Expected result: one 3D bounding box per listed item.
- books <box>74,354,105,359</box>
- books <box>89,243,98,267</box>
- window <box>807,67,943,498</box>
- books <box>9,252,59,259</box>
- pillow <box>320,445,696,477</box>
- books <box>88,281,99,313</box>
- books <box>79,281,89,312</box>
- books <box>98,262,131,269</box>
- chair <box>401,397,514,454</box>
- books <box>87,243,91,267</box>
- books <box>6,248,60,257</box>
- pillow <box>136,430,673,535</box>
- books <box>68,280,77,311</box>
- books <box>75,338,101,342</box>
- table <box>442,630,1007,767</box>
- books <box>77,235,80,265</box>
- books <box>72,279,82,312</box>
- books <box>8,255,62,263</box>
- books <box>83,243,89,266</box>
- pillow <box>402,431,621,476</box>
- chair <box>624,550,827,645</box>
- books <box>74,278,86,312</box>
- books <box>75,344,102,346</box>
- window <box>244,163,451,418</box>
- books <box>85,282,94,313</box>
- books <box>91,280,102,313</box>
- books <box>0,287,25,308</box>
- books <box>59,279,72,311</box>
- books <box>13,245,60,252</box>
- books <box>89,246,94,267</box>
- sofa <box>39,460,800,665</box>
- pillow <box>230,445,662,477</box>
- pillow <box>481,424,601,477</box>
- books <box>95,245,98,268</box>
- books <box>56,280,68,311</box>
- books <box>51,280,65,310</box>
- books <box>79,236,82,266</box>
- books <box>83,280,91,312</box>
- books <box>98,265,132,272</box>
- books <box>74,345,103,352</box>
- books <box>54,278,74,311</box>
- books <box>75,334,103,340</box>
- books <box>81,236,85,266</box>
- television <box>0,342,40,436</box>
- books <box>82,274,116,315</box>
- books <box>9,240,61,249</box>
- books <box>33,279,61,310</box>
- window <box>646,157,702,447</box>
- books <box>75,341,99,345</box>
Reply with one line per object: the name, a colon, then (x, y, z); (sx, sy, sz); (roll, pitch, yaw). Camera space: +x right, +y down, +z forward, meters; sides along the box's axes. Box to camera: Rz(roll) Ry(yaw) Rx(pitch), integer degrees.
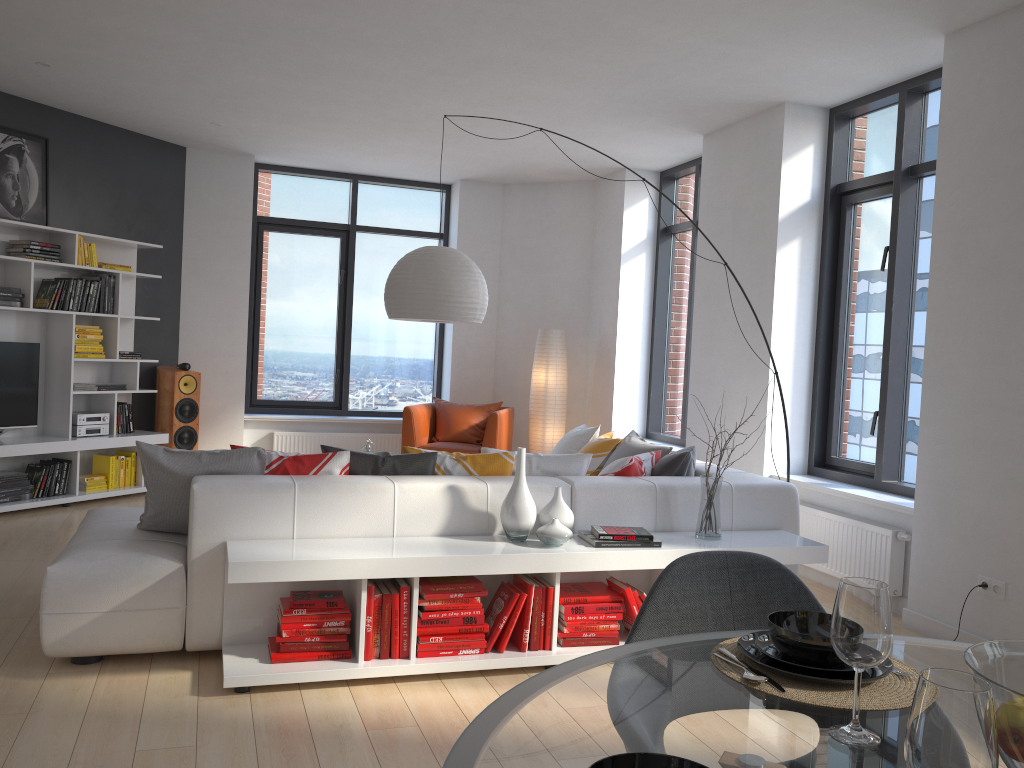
books: (-3.347, -0.219, 6.912); (0.194, 0.028, 0.257); (4, 2, 31)
books: (-3.268, -0.991, 6.840); (0.141, 0.184, 0.064); (4, 2, 27)
window: (2.303, -0.565, 5.238); (0.170, 2.402, 1.310); (2, 2, -19)
books: (-3.504, -0.941, 6.509); (0.189, 0.020, 0.264); (4, 2, 24)
pillow: (0.093, 0.516, 4.454); (2.120, 0.436, 0.608); (2, 2, -23)
books: (-3.312, -0.676, 6.886); (0.191, 0.249, 0.084); (4, 2, 26)
books: (-3.329, -0.669, 6.797); (0.172, 0.242, 0.069); (4, 2, 27)
books: (-3.214, -0.943, 7.070); (0.203, 0.024, 0.257); (4, 2, 29)
chair: (-0.463, 0.574, 8.123); (0.896, 0.858, 0.843); (3, 2, 13)
books: (-3.284, -0.988, 6.801); (0.128, 0.178, 0.044); (4, 2, 26)
books: (-3.519, -0.967, 6.520); (0.214, 0.030, 0.284); (4, 2, 29)
pillow: (-0.411, 0.481, 4.622); (2.953, 0.453, 0.647); (2, 2, -31)
books: (-3.390, -0.670, 6.723); (0.179, 0.243, 0.068); (4, 2, 25)
books: (-3.364, -0.345, 6.917); (0.171, 0.019, 0.239); (4, 2, 26)
table: (0.638, 0.897, 1.029); (1.499, 0.764, 1.499); (2, 2, -30)
books: (-3.330, -1.012, 6.707); (0.161, 0.229, 0.041); (4, 2, 25)
books: (-3.378, -0.675, 6.759); (0.191, 0.249, 0.084); (4, 2, 26)
books: (-3.501, -0.915, 6.510); (0.214, 0.030, 0.284); (4, 2, 29)
books: (-3.299, -0.988, 6.786); (0.132, 0.180, 0.054); (4, 2, 26)
pillow: (0.109, 0.514, 5.026); (0.630, 0.440, 2.095); (4, 2, 28)
chair: (0.498, 0.815, 1.629); (0.655, 0.891, 0.619); (2, 2, -12)
books: (-3.363, -0.680, 6.789); (0.197, 0.260, 0.066); (4, 2, 26)
books: (-3.369, -0.307, 6.917); (0.189, 0.014, 0.251); (4, 2, 29)
window: (-1.632, -0.881, 8.880); (1.960, 2.402, 0.170); (2, 2, -19)
books: (-3.319, -0.672, 6.847); (0.179, 0.243, 0.071); (4, 2, 25)
books: (-3.298, -0.681, 6.916); (0.197, 0.260, 0.066); (4, 2, 26)
books: (-3.672, -0.617, 6.235); (0.277, 0.137, 0.343); (4, 2, 21)
books: (-3.394, -0.668, 6.670); (0.172, 0.242, 0.069); (4, 2, 27)
books: (-3.492, -0.994, 6.510); (0.180, 0.026, 0.246); (4, 2, 29)
books: (-3.266, -0.978, 6.812); (0.108, 0.161, 0.046); (4, 2, 25)
sofa: (-0.577, 0.732, 5.094); (3.424, 0.732, 2.614); (2, 2, -19)
pillow: (-0.214, 0.530, 4.341); (2.250, 0.449, 0.575); (2, 2, -22)
pillow: (0.217, 0.492, 5.326); (0.580, 0.456, 2.156); (3, 2, 7)
books: (-3.265, -0.992, 6.864); (0.142, 0.184, 0.044); (4, 2, 27)
books: (-3.421, -0.665, 6.644); (0.169, 0.233, 0.081); (4, 2, 25)
books: (-3.447, -0.665, 6.622); (0.187, 0.234, 0.096); (4, 2, 26)
books: (-3.337, -1.011, 6.736); (0.163, 0.224, 0.041); (4, 2, 24)
books: (-3.342, -0.678, 6.829); (0.192, 0.254, 0.075); (4, 2, 25)
books: (-3.206, -0.917, 7.070); (0.194, 0.028, 0.257); (4, 2, 31)
books: (-3.357, -0.278, 6.914); (0.189, 0.042, 0.243); (4, 2, 26)
books: (-3.407, -0.677, 6.702); (0.192, 0.254, 0.075); (4, 2, 25)
books: (-3.356, -0.370, 6.924); (0.176, 0.033, 0.239); (4, 2, 29)
books: (-3.331, -1.012, 6.767); (0.164, 0.224, 0.054); (4, 2, 25)
television: (-3.789, 0.049, 6.127); (0.207, 0.704, 1.102); (4, 2, 26)
books: (-3.279, -0.709, 7.015); (0.259, 0.321, 0.128); (4, 2, 26)
books: (-3.502, -1.021, 6.511); (0.209, 0.030, 0.266); (4, 2, 19)
books: (-3.458, -0.666, 6.590); (0.182, 0.234, 0.104); (4, 2, 26)
window: (1.561, -0.673, 7.414); (0.170, 2.402, 1.310); (2, 2, -19)
books: (-3.354, -0.324, 6.899); (0.145, 0.023, 0.217); (4, 2, 30)
